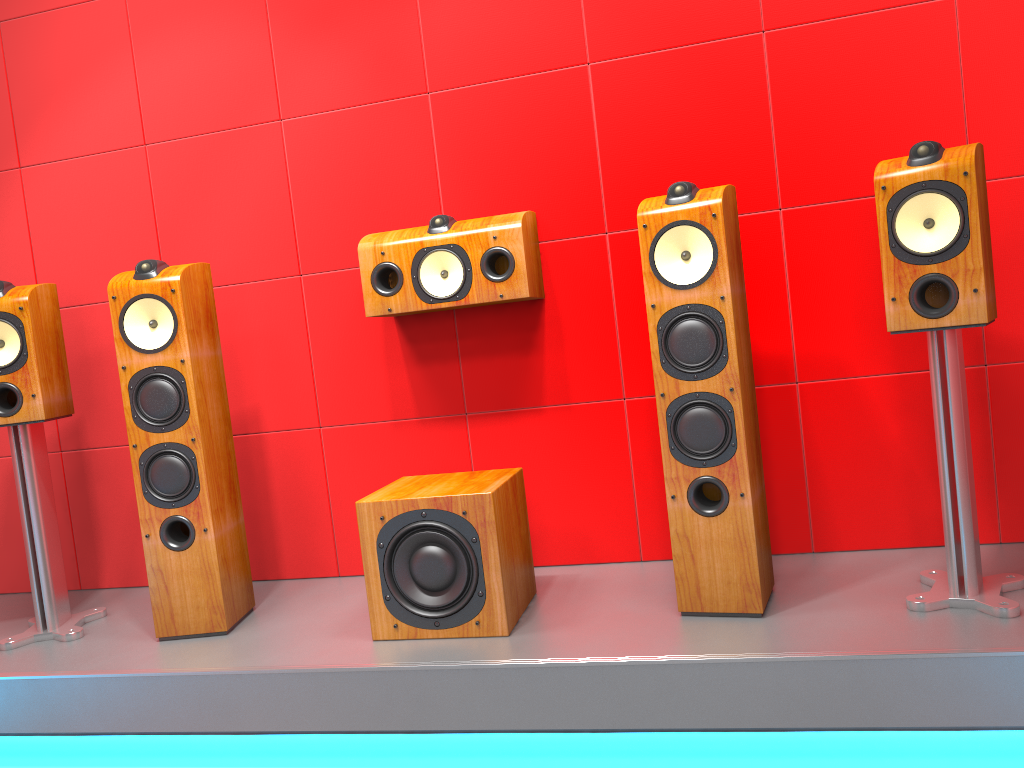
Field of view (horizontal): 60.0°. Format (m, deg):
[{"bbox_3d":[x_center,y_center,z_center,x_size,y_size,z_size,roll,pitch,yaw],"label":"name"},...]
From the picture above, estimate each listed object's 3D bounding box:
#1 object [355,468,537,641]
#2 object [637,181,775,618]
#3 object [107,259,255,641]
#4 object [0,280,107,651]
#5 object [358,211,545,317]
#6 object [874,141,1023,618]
[{"bbox_3d":[-0.164,0.444,2.368,0.360,0.360,0.360,-6,3,13],"label":"object"},{"bbox_3d":[0.486,0.031,2.209,0.203,1.052,0.238,-5,4,23],"label":"object"},{"bbox_3d":[-0.937,0.175,2.528,0.203,1.052,0.238,-6,3,3],"label":"object"},{"bbox_3d":[-1.438,0.223,2.648,0.231,1.058,0.265,-7,3,-6],"label":"object"},{"bbox_3d":[-0.180,-0.362,2.638,0.493,0.271,0.235,-6,3,13],"label":"object"},{"bbox_3d":[1.012,-0.024,2.058,0.231,1.058,0.265,-4,4,33],"label":"object"}]
